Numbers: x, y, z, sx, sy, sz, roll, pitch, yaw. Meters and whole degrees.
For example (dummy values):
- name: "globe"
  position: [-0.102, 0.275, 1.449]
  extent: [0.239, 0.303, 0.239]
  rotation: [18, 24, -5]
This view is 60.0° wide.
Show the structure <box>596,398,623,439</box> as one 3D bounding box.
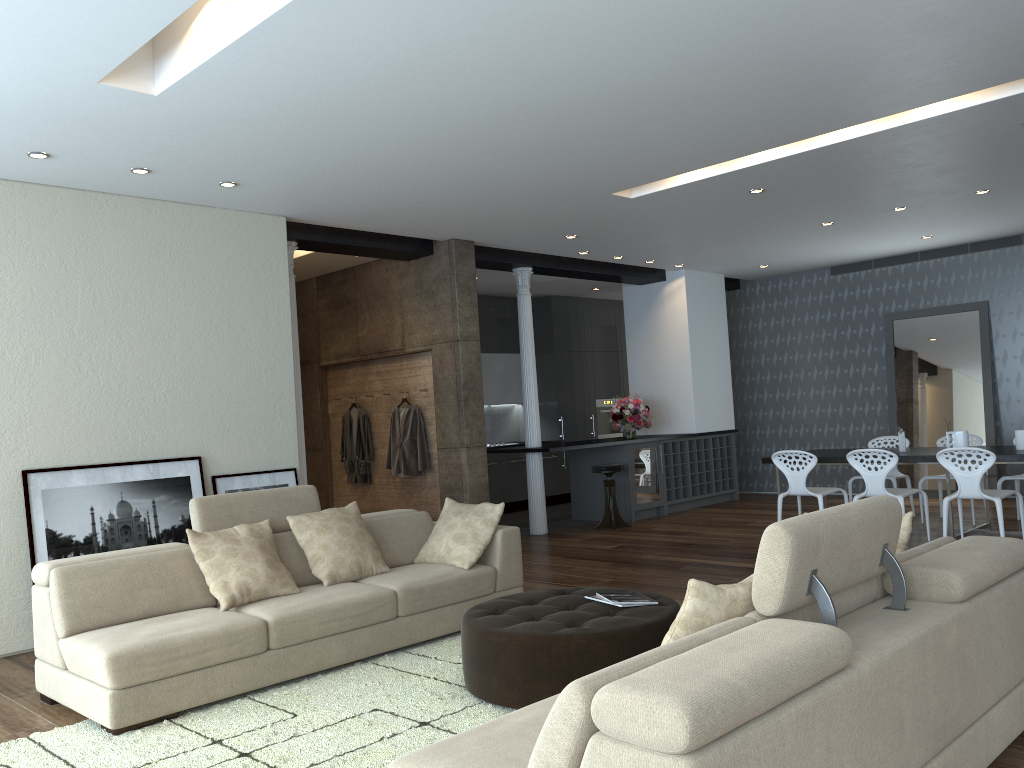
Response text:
- name: "structure"
  position: [1.296, 0.543, 13.640]
  extent: [0.591, 0.596, 0.595]
  rotation: [-6, -3, 45]

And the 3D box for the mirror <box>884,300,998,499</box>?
- name: "mirror"
  position: [5.118, 0.215, 10.633]
  extent: [1.200, 2.294, 0.240]
  rotation: [-6, -3, 45]

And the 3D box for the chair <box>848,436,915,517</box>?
- name: "chair"
  position: [3.837, 0.970, 9.176]
  extent: [0.495, 0.835, 0.581]
  rotation: [-6, -3, 45]

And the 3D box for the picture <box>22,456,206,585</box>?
- name: "picture"
  position: [-2.574, 1.097, 5.934]
  extent: [0.225, 1.140, 1.183]
  rotation: [-6, -3, 45]

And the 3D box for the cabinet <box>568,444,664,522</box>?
- name: "cabinet"
  position: [1.246, 1.154, 10.643]
  extent: [0.900, 0.897, 0.642]
  rotation: [-6, -3, 45]

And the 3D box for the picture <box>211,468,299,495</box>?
- name: "picture"
  position: [-1.861, 1.155, 6.666]
  extent: [0.195, 0.988, 0.700]
  rotation: [-6, -3, 45]

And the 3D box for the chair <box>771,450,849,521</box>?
- name: "chair"
  position: [2.688, 0.999, 8.056]
  extent: [0.495, 0.835, 0.581]
  rotation: [-6, -3, 45]

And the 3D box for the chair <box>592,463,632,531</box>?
- name: "chair"
  position: [2.863, 1.141, 6.856]
  extent: [21.556, 0.952, 16.134]
  rotation: [-6, -3, 45]

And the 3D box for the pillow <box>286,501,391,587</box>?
- name: "pillow"
  position: [-1.025, 0.942, 5.252]
  extent: [0.301, 0.439, 0.534]
  rotation: [-5, -3, 41]

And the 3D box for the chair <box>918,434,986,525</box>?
- name: "chair"
  position: [4.334, 0.921, 8.683]
  extent: [0.495, 0.835, 0.581]
  rotation: [-6, -3, 45]

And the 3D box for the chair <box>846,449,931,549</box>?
- name: "chair"
  position: [3.181, 0.950, 7.559]
  extent: [0.495, 0.835, 0.581]
  rotation: [-6, -3, 45]

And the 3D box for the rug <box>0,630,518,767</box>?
- name: "rug"
  position: [-0.304, 1.431, 3.587]
  extent: [2.972, 0.020, 4.231]
  rotation: [-6, -3, 45]

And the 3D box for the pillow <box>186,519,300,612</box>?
- name: "pillow"
  position: [-1.455, 0.962, 4.799]
  extent: [0.368, 0.416, 0.519]
  rotation: [-5, -3, 40]

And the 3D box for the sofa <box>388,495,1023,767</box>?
- name: "sofa"
  position: [0.900, 0.868, 2.986]
  extent: [1.021, 0.950, 2.581]
  rotation: [-6, -3, 45]

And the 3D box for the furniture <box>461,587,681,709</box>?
- name: "furniture"
  position: [0.288, 1.231, 4.236]
  extent: [1.057, 0.355, 1.057]
  rotation: [-2, -3, -43]

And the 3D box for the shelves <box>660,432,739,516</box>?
- name: "shelves"
  position: [2.070, 1.134, 11.475]
  extent: [0.900, 0.897, 1.700]
  rotation: [-6, -3, 45]

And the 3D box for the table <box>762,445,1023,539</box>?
- name: "table"
  position: [4.098, 0.959, 7.925]
  extent: [3.400, 0.733, 1.200]
  rotation: [-6, -3, 45]

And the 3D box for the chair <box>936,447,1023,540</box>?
- name: "chair"
  position: [3.697, 0.899, 7.035]
  extent: [0.495, 0.835, 0.581]
  rotation: [-6, -3, 45]

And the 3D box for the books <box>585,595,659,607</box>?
- name: "books"
  position: [0.525, 1.039, 4.267]
  extent: [0.219, 0.031, 0.300]
  rotation: [-2, -2, -30]

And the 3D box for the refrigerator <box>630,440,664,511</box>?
- name: "refrigerator"
  position: [1.568, 1.064, 10.362]
  extent: [0.578, 0.774, 0.075]
  rotation: [-2, -3, -41]

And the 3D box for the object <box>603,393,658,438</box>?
- name: "object"
  position: [1.432, 0.383, 10.766]
  extent: [0.544, 0.552, 0.570]
  rotation: [-2, -3, -39]

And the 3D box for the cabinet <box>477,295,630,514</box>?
- name: "cabinet"
  position: [0.461, 0.239, 12.986]
  extent: [0.827, 2.980, 7.409]
  rotation: [-6, -3, 45]

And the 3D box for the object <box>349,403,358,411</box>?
- name: "object"
  position: [-1.717, 0.249, 9.630]
  extent: [0.430, 0.219, 0.010]
  rotation: [-6, -3, 45]

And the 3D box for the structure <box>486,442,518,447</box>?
- name: "structure"
  position: [-0.396, 0.850, 12.017]
  extent: [0.520, 0.066, 0.900]
  rotation: [-6, -3, 45]

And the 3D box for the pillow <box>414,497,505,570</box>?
- name: "pillow"
  position: [-0.320, 0.934, 5.624]
  extent: [0.518, 0.393, 0.395]
  rotation: [-5, -3, 41]

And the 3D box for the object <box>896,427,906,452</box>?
- name: "object"
  position: [3.632, 0.517, 8.285]
  extent: [0.076, 0.233, 0.161]
  rotation: [-5, -2, 26]

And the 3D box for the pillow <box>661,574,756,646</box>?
- name: "pillow"
  position: [0.632, 0.755, 2.727]
  extent: [0.519, 0.416, 0.368]
  rotation: [-2, -3, -41]

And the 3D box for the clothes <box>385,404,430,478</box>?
- name: "clothes"
  position: [-1.080, 0.574, 8.970]
  extent: [0.700, 0.735, 0.173]
  rotation: [-6, -3, 43]

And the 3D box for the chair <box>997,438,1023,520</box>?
- name: "chair"
  position: [4.831, 0.871, 8.189]
  extent: [0.495, 0.835, 0.581]
  rotation: [-6, -3, 45]

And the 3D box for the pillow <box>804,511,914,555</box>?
- name: "pillow"
  position: [1.448, 0.758, 3.868]
  extent: [0.395, 0.393, 0.518]
  rotation: [-2, -3, -42]

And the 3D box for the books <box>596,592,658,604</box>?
- name: "books"
  position: [0.550, 1.030, 4.273]
  extent: [0.220, 0.040, 0.301]
  rotation: [-3, -2, -10]

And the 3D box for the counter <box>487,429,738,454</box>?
- name: "counter"
  position: [1.337, 0.684, 10.782]
  extent: [1.000, 0.040, 3.700]
  rotation: [-6, -3, 45]

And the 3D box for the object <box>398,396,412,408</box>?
- name: "object"
  position: [-1.086, 0.186, 8.987]
  extent: [0.430, 0.219, 0.010]
  rotation: [-6, -3, 45]

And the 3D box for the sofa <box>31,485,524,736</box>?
- name: "sofa"
  position: [-1.186, 1.074, 5.057]
  extent: [1.021, 0.950, 2.581]
  rotation: [-6, -3, 45]

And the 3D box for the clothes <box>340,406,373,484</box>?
- name: "clothes"
  position: [-1.708, 0.662, 9.607]
  extent: [0.141, 0.855, 0.569]
  rotation: [-1, -3, -45]

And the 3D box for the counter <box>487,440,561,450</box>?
- name: "counter"
  position: [-0.844, 0.972, 11.614]
  extent: [0.807, 0.223, 3.597]
  rotation: [-6, -3, 45]
